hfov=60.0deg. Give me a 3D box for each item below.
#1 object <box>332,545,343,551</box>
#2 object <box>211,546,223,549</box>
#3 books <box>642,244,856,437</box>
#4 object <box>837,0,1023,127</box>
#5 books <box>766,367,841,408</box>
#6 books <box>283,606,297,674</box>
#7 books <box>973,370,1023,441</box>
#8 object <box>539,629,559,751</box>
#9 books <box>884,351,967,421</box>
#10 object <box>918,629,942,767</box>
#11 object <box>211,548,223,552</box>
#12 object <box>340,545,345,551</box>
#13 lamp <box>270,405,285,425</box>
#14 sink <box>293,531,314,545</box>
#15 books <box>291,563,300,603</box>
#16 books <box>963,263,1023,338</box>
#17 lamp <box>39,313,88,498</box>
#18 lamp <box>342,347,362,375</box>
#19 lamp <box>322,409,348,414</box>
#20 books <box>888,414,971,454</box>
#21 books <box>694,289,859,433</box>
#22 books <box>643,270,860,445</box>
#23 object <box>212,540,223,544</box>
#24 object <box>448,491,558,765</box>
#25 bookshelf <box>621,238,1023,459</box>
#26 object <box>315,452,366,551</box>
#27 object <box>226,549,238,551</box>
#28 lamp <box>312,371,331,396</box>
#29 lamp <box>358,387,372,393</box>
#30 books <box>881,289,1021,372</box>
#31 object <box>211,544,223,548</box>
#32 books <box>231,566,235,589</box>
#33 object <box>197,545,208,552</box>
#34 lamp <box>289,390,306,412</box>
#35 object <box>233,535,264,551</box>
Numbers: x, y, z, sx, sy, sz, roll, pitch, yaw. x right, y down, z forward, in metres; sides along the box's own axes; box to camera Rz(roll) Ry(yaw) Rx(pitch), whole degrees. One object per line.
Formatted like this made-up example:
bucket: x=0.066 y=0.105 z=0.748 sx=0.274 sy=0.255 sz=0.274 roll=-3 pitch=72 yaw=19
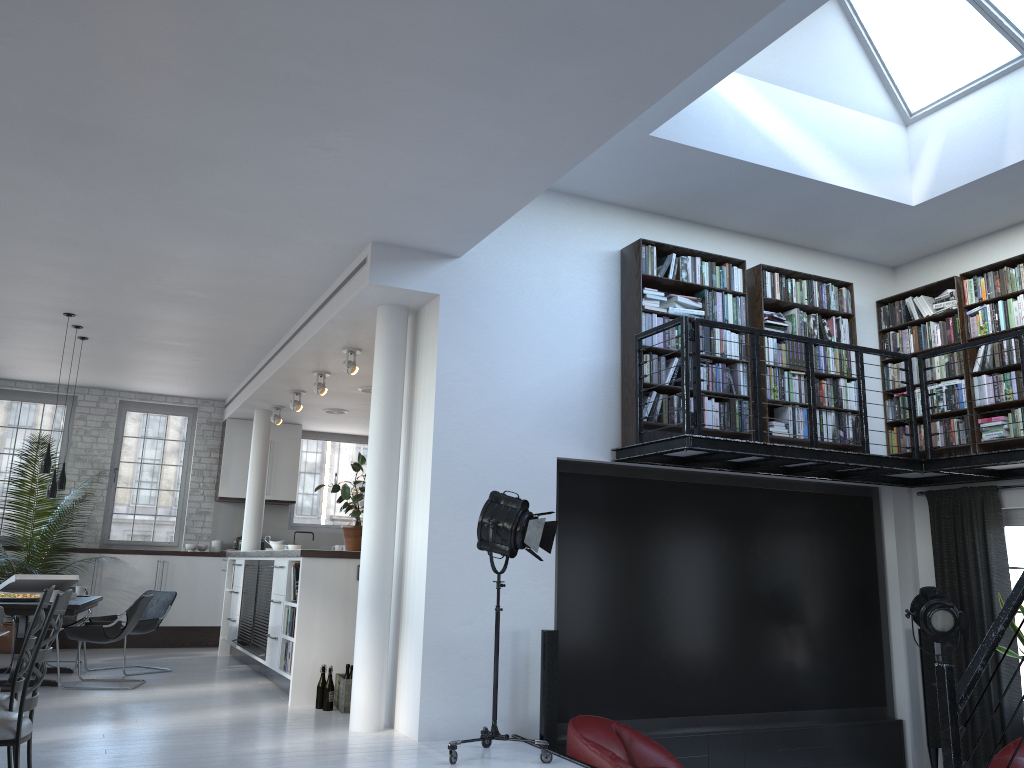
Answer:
object: x=-2.457 y=2.351 z=12.488 sx=0.138 sy=0.153 sz=0.108 roll=9 pitch=-15 yaw=-29
object: x=-4.021 y=2.235 z=12.079 sx=0.153 sy=0.074 sz=0.151 roll=6 pitch=-13 yaw=-21
books: x=1.929 y=-0.278 z=7.310 sx=2.202 sy=1.435 sz=0.312 roll=7 pitch=-15 yaw=-24
object: x=3.214 y=-2.672 z=6.142 sx=1.183 sy=0.639 sz=2.206 roll=7 pitch=-13 yaw=-24
books: x=3.340 y=-0.567 z=5.681 sx=1.168 sy=1.416 sz=4.354 roll=8 pitch=-13 yaw=-24
books: x=-1.617 y=2.014 z=7.478 sx=0.491 sy=0.805 sz=0.537 roll=8 pitch=-15 yaw=-24
books: x=4.613 y=-0.344 z=5.855 sx=0.240 sy=1.132 sz=3.369 roll=8 pitch=-14 yaw=-25
object: x=0.226 y=2.274 z=5.894 sx=0.157 sy=1.232 sz=0.157 roll=15 pitch=-19 yaw=-43
books: x=4.446 y=-0.429 z=6.215 sx=0.226 sy=1.424 sz=4.406 roll=8 pitch=-14 yaw=-24
object: x=3.469 y=2.674 z=7.361 sx=0.157 sy=1.232 sz=0.156 roll=4 pitch=-14 yaw=-9
object: x=-4.021 y=2.270 z=12.073 sx=0.153 sy=0.056 sz=0.152 roll=-2 pitch=-13 yaw=18
object: x=-2.332 y=2.348 z=12.457 sx=0.109 sy=0.153 sz=0.137 roll=-5 pitch=-14 yaw=25
lamp: x=-2.965 y=0.403 z=11.171 sx=0.183 sy=0.241 sz=0.181 roll=7 pitch=-14 yaw=-21
sink: x=-2.435 y=2.107 z=11.024 sx=0.647 sy=0.524 sz=0.542 roll=7 pitch=-14 yaw=-24
books: x=-1.774 y=1.703 z=7.596 sx=0.186 sy=0.331 sz=0.321 roll=8 pitch=-14 yaw=-24
books: x=4.460 y=-0.707 z=6.291 sx=0.213 sy=0.834 sz=2.619 roll=8 pitch=-14 yaw=-24
lamp: x=-4.345 y=0.174 z=8.622 sx=0.114 sy=1.870 sz=1.047 roll=6 pitch=-14 yaw=-17
lamp: x=-1.472 y=-0.196 z=8.099 sx=0.183 sy=0.241 sz=0.181 roll=7 pitch=-14 yaw=-21
lamp: x=-2.269 y=0.354 z=11.386 sx=0.327 sy=0.025 sz=0.326 roll=-8 pitch=-15 yaw=39
books: x=3.999 y=-0.484 z=6.031 sx=1.283 sy=1.441 sz=4.405 roll=7 pitch=-13 yaw=-23
books: x=3.112 y=-0.459 z=5.577 sx=1.595 sy=1.150 sz=4.307 roll=8 pitch=-13 yaw=-25
books: x=2.846 y=-0.624 z=5.476 sx=2.201 sy=1.421 sz=4.348 roll=8 pitch=-13 yaw=-25
object: x=-4.022 y=2.174 z=12.095 sx=0.153 sy=0.075 sz=0.152 roll=-6 pitch=-14 yaw=32
object: x=-0.003 y=1.448 z=5.422 sx=0.544 sy=1.592 sz=0.606 roll=-3 pitch=-14 yaw=18
bookshelf: x=3.210 y=-0.510 z=5.631 sx=3.083 sy=1.630 sz=4.445 roll=7 pitch=-13 yaw=-24
object: x=-1.418 y=1.067 z=8.040 sx=0.773 sy=0.899 sz=0.434 roll=-7 pitch=-16 yaw=32
object: x=-3.744 y=2.230 z=11.854 sx=0.138 sy=0.044 sz=0.135 roll=-4 pitch=-13 yaw=26
lamp: x=-1.970 y=0.004 z=9.123 sx=0.183 sy=0.241 sz=0.181 roll=7 pitch=-14 yaw=-21
lamp: x=-1.562 y=0.070 z=9.932 sx=0.328 sy=0.025 sz=0.326 roll=6 pitch=-13 yaw=-19
books: x=4.442 y=-0.418 z=6.211 sx=0.241 sy=1.408 sz=4.411 roll=8 pitch=-13 yaw=-24
object: x=-4.021 y=2.205 z=12.085 sx=0.153 sy=0.063 sz=0.151 roll=1 pitch=-12 yaw=4
books: x=-3.190 y=2.294 z=10.602 sx=0.253 sy=0.326 sz=0.506 roll=8 pitch=-14 yaw=-24
object: x=-4.161 y=2.207 z=11.888 sx=0.156 sy=0.093 sz=0.156 roll=13 pitch=-17 yaw=-43
lamp: x=-2.467 y=0.203 z=10.147 sx=0.183 sy=0.241 sz=0.181 roll=7 pitch=-14 yaw=-21
object: x=-3.611 y=2.181 z=12.178 sx=0.413 sy=0.293 sz=0.276 roll=7 pitch=-14 yaw=-24
